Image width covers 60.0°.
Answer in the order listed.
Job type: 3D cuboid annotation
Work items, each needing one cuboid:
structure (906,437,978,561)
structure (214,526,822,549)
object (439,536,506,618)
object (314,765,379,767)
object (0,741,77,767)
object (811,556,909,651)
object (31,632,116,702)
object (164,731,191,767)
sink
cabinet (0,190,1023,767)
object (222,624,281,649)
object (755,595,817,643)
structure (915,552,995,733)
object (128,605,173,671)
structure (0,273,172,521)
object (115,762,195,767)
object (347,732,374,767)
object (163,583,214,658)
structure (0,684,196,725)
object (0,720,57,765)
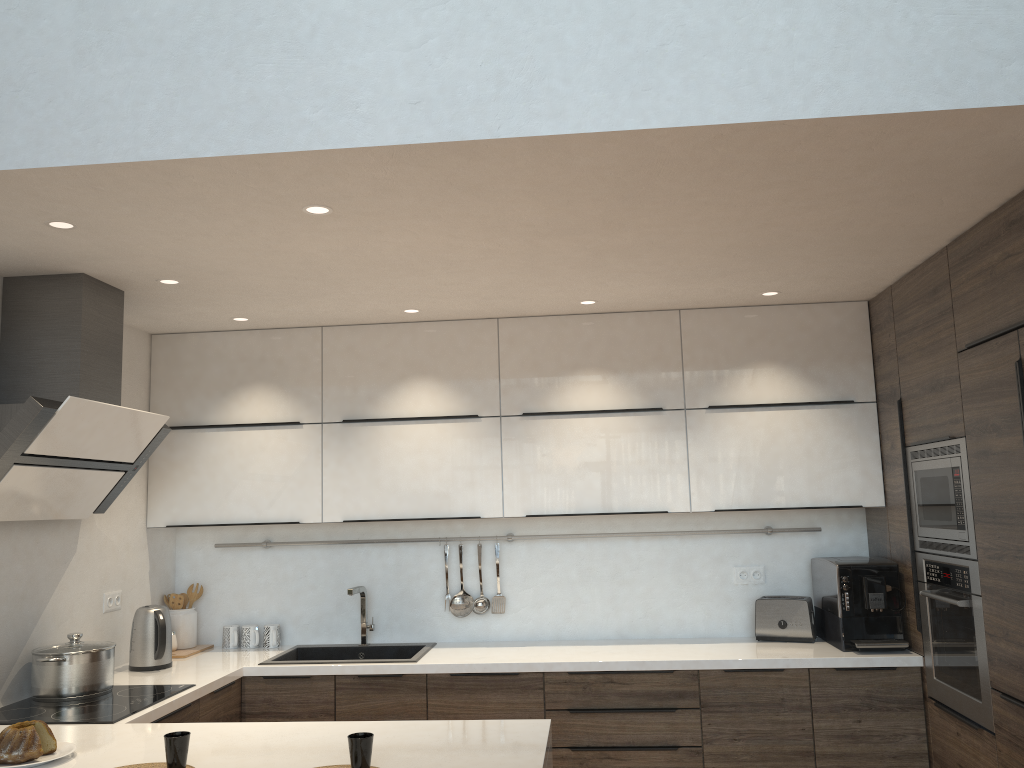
[{"bbox_3d":[1.854,0.430,3.366,0.459,0.430,0.595,-2,-8,5],"label":"structure"},{"bbox_3d":[-0.011,0.761,4.386,3.000,0.045,0.050,-2,-8,5],"label":"structure"},{"bbox_3d":[-0.195,0.947,4.370,0.320,0.389,0.069,-3,-8,6],"label":"object"},{"bbox_3d":[-0.440,0.975,2.166,0.304,0.002,0.304,-8,-10,37],"label":"object"},{"bbox_3d":[-1.345,1.030,2.445,0.261,0.021,0.261,-2,-8,-1],"label":"object"},{"bbox_3d":[1.551,0.971,3.967,0.274,0.378,0.532,-2,-8,5],"label":"object"},{"bbox_3d":[-1.650,1.053,3.341,0.315,0.223,0.288,6,-11,-44],"label":"object"},{"bbox_3d":[-0.871,0.959,2.304,0.066,0.093,0.066,-8,-10,40],"label":"object"},{"bbox_3d":[-0.740,1.217,4.110,0.706,0.518,0.512,-2,-8,5],"label":"sink"},{"bbox_3d":[-0.084,0.753,3.208,3.495,2.401,2.401,-2,-8,5],"label":"cabinet"},{"bbox_3d":[-1.292,1.252,4.393,0.297,0.105,0.112,-3,-8,6],"label":"object"},{"bbox_3d":[1.270,1.092,4.127,0.260,0.195,0.177,-5,-9,25],"label":"object"},{"bbox_3d":[1.851,0.927,3.300,0.495,0.570,0.595,-2,-8,5],"label":"structure"},{"bbox_3d":[-1.585,1.108,3.886,0.179,0.270,0.220,-1,-8,-8],"label":"object"},{"bbox_3d":[-1.652,0.006,3.349,0.407,0.998,0.898,-2,-8,5],"label":"structure"},{"bbox_3d":[-0.954,1.000,2.238,0.305,0.002,0.305,2,-9,-26],"label":"object"},{"bbox_3d":[-0.381,0.934,2.234,0.066,0.093,0.066,1,-8,-22],"label":"object"},{"bbox_3d":[-1.619,1.144,4.314,0.221,0.316,0.330,-2,-8,5],"label":"object"},{"bbox_3d":[-1.532,1.144,3.181,0.550,0.006,0.609,-2,-8,5],"label":"structure"},{"bbox_3d":[-1.356,0.993,2.463,0.155,0.101,0.161,-2,-8,0],"label":"object"}]
